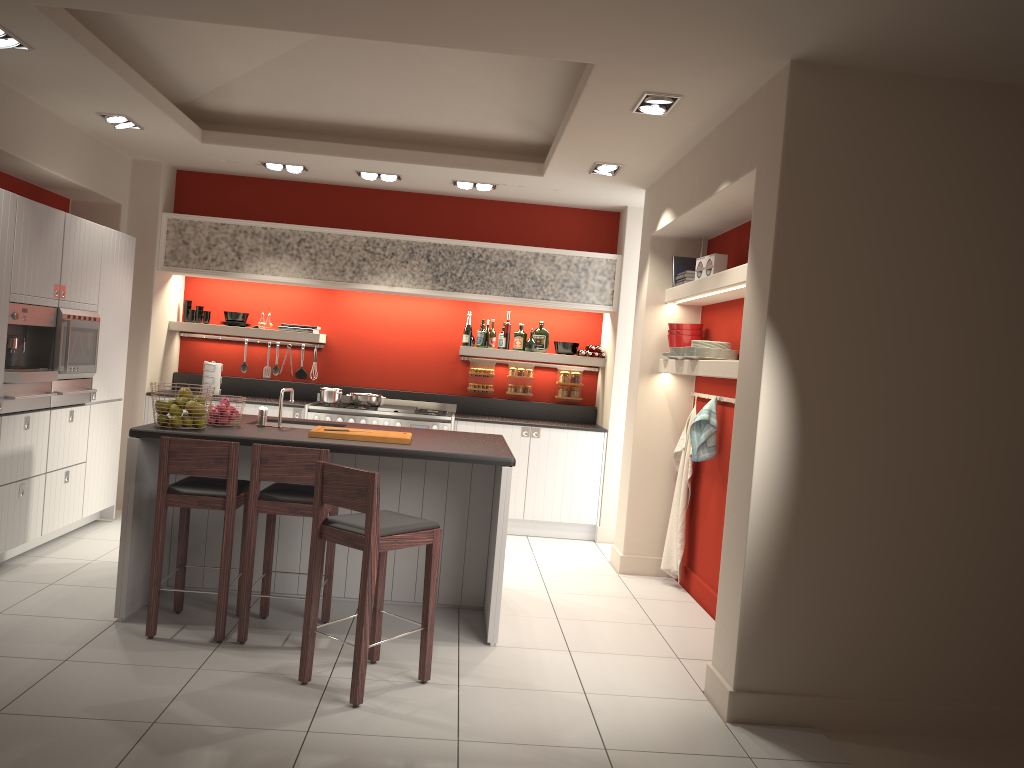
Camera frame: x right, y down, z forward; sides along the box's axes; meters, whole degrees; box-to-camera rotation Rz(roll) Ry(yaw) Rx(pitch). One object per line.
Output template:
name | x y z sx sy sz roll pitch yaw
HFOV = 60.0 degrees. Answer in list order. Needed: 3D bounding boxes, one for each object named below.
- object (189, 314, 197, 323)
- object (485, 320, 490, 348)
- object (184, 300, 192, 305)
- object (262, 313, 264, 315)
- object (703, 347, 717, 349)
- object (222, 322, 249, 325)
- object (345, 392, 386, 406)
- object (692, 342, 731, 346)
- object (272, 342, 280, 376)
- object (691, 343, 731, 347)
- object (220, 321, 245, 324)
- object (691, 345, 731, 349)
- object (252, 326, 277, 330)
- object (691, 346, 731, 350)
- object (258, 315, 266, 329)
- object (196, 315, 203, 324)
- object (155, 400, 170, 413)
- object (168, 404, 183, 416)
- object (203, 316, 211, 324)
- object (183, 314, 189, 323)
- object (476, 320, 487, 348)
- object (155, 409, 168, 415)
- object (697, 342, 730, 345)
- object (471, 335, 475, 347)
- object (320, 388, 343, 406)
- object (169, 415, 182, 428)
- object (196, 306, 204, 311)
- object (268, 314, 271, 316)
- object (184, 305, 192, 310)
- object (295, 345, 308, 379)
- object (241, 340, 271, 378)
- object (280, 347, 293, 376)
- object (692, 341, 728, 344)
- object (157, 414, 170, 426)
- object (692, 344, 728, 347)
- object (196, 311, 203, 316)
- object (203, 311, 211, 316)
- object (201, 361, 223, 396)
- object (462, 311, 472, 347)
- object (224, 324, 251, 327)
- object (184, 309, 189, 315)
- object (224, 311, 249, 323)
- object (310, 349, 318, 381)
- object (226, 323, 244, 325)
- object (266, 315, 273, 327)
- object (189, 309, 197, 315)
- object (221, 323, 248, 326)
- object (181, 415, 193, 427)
object | -2.948 -0.602 8.181 0.070 0.076 0.070 4 2 -32
object | -0.240 -0.481 8.529 0.083 0.277 0.084 5 1 0
object | -3.043 -0.747 8.328 0.070 0.076 0.070 4 2 -32
object | -2.327 -0.658 8.283 0.024 0.031 0.023 6 2 38
object | 1.294 -0.223 5.777 0.255 0.015 0.255 4 2 -22
object | -2.597 -0.562 8.332 0.280 0.016 0.280 5 2 -4
object | -1.366 0.145 8.263 0.309 0.105 0.309 6 2 24
object | 1.297 -0.252 5.776 0.255 0.015 0.255 4 2 -22
object | -2.247 -0.236 8.476 0.067 0.323 0.022 5 1 -5
object | 1.296 -0.248 5.777 0.255 0.015 0.255 4 2 -22
object | -2.597 -0.567 8.332 0.280 0.016 0.280 5 2 -4
object | 1.295 -0.233 5.777 0.255 0.015 0.255 4 2 -22
object | -2.319 -0.527 8.326 0.160 0.027 0.183 6 2 25
object | 1.295 -0.228 5.777 0.255 0.015 0.255 4 2 -22
object | -2.333 -0.583 8.285 0.076 0.131 0.076 6 2 39
object | -2.943 -0.606 8.338 0.070 0.076 0.070 4 2 -32
object | -1.904 0.121 4.827 0.077 0.068 0.076 5 1 -10
object | -1.838 0.147 4.846 0.076 0.077 0.076 4 2 -39
object | -2.839 -0.595 8.238 0.070 0.076 0.070 4 2 -32
object | -3.054 -0.615 8.331 0.070 0.076 0.070 4 2 -32
object | -0.280 -0.473 8.332 0.094 0.264 0.094 5 1 -15
object | -1.927 0.139 4.890 0.076 0.077 0.076 4 2 -39
object | 1.297 -0.257 5.776 0.255 0.015 0.255 4 2 -22
object | -0.406 -0.471 8.532 0.113 0.226 0.113 6 2 38
object | -1.620 0.114 7.924 0.201 0.148 0.201 5 1 -11
object | -1.820 0.203 4.799 0.068 0.068 0.068 5 1 8
object | -2.936 -0.694 8.336 0.070 0.076 0.070 4 2 -32
object | -2.288 -0.656 8.366 0.026 0.032 0.023 4 1 -21
object | -3.047 -0.703 8.329 0.070 0.076 0.070 4 2 -32
object | -2.012 -0.212 8.510 0.123 0.331 0.040 5 1 -3
object | -2.437 -0.238 8.462 0.287 0.351 0.022 5 1 -2
object | -2.149 -0.232 8.484 0.124 0.297 0.009 5 1 -3
object | 1.298 -0.262 5.776 0.255 0.015 0.255 4 2 -22
object | -1.900 0.195 4.835 0.068 0.068 0.068 5 1 8
object | 1.296 -0.243 5.777 0.255 0.015 0.255 4 2 -22
object | -2.940 -0.650 8.337 0.070 0.076 0.070 4 2 -32
object | -2.836 -0.638 8.237 0.070 0.076 0.070 4 2 -32
object | -2.681 -0.048 7.914 0.163 0.304 0.168 5 1 25
object | -0.412 -0.518 8.345 0.083 0.331 0.083 4 1 -32
object | -2.599 -0.545 8.332 0.280 0.016 0.280 5 2 -4
object | -3.050 -0.659 8.330 0.070 0.076 0.070 4 2 -32
object | -2.592 -0.618 8.331 0.233 0.108 0.232 6 2 38
object | -1.891 -0.196 8.499 0.069 0.328 0.069 4 1 -26
object | -2.598 -0.556 8.332 0.280 0.016 0.280 5 2 -4
object | -2.296 -0.582 8.366 0.077 0.134 0.076 4 1 -20
object | -2.944 -0.646 8.180 0.070 0.076 0.070 4 2 -32
object | -2.598 -0.551 8.332 0.280 0.016 0.280 5 2 -4
object | -1.789 0.204 4.875 0.068 0.068 0.068 5 1 8
